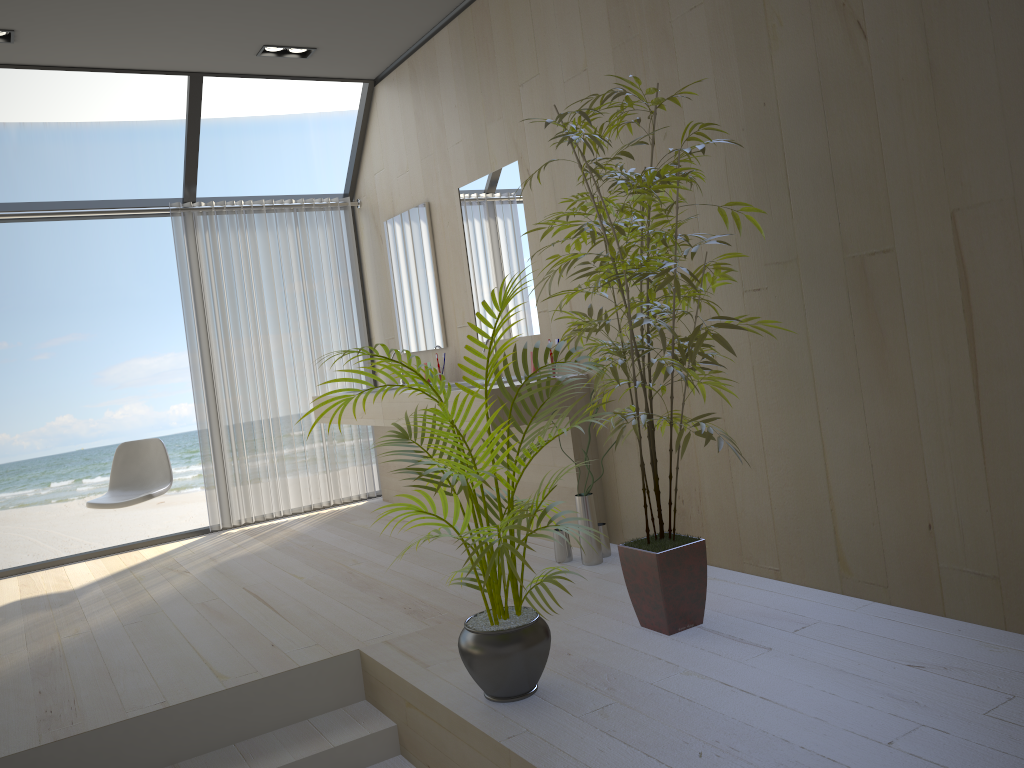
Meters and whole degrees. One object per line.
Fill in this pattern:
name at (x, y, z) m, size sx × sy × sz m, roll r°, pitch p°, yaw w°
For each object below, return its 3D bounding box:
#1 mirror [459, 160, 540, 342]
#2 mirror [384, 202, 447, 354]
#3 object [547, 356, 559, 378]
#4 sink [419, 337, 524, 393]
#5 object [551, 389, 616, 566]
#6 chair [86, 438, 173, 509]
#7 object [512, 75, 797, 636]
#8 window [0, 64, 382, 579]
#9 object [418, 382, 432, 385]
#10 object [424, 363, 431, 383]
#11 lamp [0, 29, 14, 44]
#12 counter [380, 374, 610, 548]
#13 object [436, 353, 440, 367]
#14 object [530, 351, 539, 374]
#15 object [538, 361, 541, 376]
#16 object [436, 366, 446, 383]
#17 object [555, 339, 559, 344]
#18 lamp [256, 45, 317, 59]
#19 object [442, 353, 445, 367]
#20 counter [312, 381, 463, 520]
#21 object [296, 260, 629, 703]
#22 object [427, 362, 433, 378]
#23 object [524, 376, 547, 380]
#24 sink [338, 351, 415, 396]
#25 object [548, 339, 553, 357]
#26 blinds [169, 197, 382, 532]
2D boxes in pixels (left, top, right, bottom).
mirror at (-0.068, -0.666, 4.633) m, size 0.023 × 0.869 × 0.651 m, roll -7°, pitch 0°, yaw -30°
mirror at (-0.611, -0.638, 5.512) m, size 0.023 × 0.869 × 0.651 m, roll -7°, pitch 0°, yaw -30°
object at (0.192, -0.077, 4.097) m, size 0.058 × 0.100 × 0.058 m, roll -7°, pitch 0°, yaw -20°
sink at (-0.201, -0.011, 4.360) m, size 0.505 × 0.419 × 0.572 m, roll -8°, pitch 2°, yaw -27°
object at (0.346, 0.378, 3.831) m, size 0.408 × 0.749 × 0.273 m, roll -7°, pitch 0°, yaw -42°
chair at (-2.155, 0.507, 5.007) m, size 0.369 × 0.347 × 0.454 m, roll -7°, pitch 1°, yaw -2°
object at (0.460, -0.102, 2.860) m, size 0.787 × 1.757 × 0.934 m, roll -7°, pitch 0°, yaw -5°
window at (-2.848, -0.313, 4.858) m, size 4.576 × 2.815 × 0.742 m, roll -8°, pitch 0°, yaw -30°
object at (-0.498, -0.004, 5.108) m, size 0.104 × 0.029 × 0.033 m, roll -7°, pitch 1°, yaw 10°
object at (-0.500, -0.057, 5.189) m, size 0.039 × 0.135 × 0.039 m, roll -8°, pitch 0°, yaw 18°
lamp at (-2.566, -1.725, 4.245) m, size 0.302 × 0.112 × 0.163 m, roll -9°, pitch 2°, yaw -30°
counter at (-0.125, 0.395, 4.408) m, size 0.552 × 0.791 × 1.202 m, roll -8°, pitch 2°, yaw -30°
object at (-0.422, -0.089, 5.108) m, size 0.012 × 0.178 × 0.050 m, roll -7°, pitch 0°, yaw 9°
object at (0.105, -0.086, 4.150) m, size 0.039 × 0.135 × 0.039 m, roll -7°, pitch 0°, yaw 11°
object at (0.115, -0.093, 4.263) m, size 0.039 × 0.135 × 0.039 m, roll -7°, pitch 0°, yaw 11°
object at (-0.412, -0.049, 5.137) m, size 0.059 × 0.100 × 0.058 m, roll -7°, pitch 0°, yaw -24°
object at (0.203, -0.120, 4.099) m, size 0.054 × 0.175 × 0.012 m, roll -7°, pitch -1°, yaw -5°
lamp at (-1.282, -1.928, 5.006) m, size 0.302 × 0.112 × 0.163 m, roll -9°, pitch 2°, yaw -30°
object at (-0.402, -0.091, 5.138) m, size 0.054 × 0.175 × 0.012 m, roll -7°, pitch -1°, yaw -5°
counter at (-0.730, 0.424, 5.448) m, size 0.552 × 0.791 × 1.202 m, roll -8°, pitch 2°, yaw -30°
object at (-0.123, 0.282, 2.442) m, size 0.915 × 1.158 × 0.751 m, roll -7°, pitch 0°, yaw 3°
object at (-0.490, -0.064, 5.303) m, size 0.039 × 0.135 × 0.039 m, roll -8°, pitch 0°, yaw 18°
object at (0.107, -0.033, 4.069) m, size 0.104 × 0.029 × 0.033 m, roll -7°, pitch 1°, yaw 10°
sink at (-0.806, 0.018, 5.400) m, size 0.505 × 0.419 × 0.572 m, roll -8°, pitch 2°, yaw -27°
object at (0.182, -0.117, 4.068) m, size 0.012 × 0.178 × 0.050 m, roll -7°, pitch 0°, yaw 9°
blinds at (-1.516, -0.187, 5.841) m, size 1.186 × 2.072 × 0.083 m, roll -7°, pitch -1°, yaw -30°
